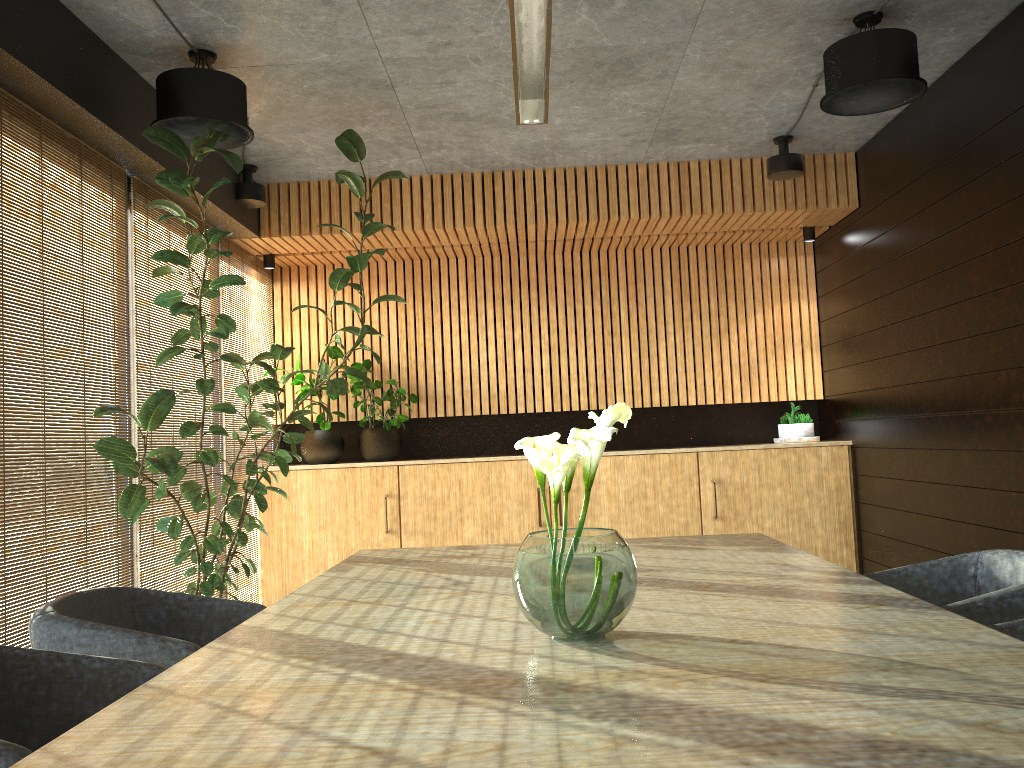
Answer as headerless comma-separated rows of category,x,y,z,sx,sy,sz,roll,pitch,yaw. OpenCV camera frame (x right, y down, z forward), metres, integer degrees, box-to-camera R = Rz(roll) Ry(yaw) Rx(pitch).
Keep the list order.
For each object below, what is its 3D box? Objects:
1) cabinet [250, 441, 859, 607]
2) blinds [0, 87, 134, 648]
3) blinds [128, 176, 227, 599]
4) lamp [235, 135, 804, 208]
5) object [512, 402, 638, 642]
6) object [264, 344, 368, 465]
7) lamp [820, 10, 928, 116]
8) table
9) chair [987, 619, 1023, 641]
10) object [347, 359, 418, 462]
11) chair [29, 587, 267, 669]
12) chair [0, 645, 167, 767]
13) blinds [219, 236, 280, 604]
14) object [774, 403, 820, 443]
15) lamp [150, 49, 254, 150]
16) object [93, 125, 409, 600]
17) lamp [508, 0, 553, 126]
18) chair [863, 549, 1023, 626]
cabinet,0.328,1.238,7.633,4.954,1.272,1.006,-3,-4,1
blinds,-2.217,0.219,4.399,0.039,3.038,1.422,-3,-4,1
blinds,-2.176,0.315,5.889,0.039,3.038,1.422,-3,-4,1
lamp,0.014,-1.562,6.476,4.179,0.294,0.257,-3,-4,1
object,0.144,0.319,2.108,0.295,0.546,0.322,-3,-4,11
object,-1.699,0.167,7.669,0.666,1.054,0.640,-6,-5,43
lamp,1.845,-1.682,4.574,0.513,0.497,0.513,-5,-4,31
table,0.180,1.051,2.039,1.816,0.927,3.932,-3,-4,1
chair,1.421,0.985,2.009,0.761,0.944,0.706,-3,-4,1
object,-1.183,0.229,7.636,0.679,0.880,0.512,-3,-4,5
chair,-1.152,1.165,2.969,0.761,0.944,0.706,-3,-4,1
chair,-1.176,1.108,2.072,0.761,0.944,0.706,-3,-4,1
blinds,-2.136,0.408,7.353,0.039,3.038,1.422,-3,-4,1
object,2.464,0.335,7.704,0.384,0.347,0.384,-4,-4,24
lamp,-1.628,-1.519,4.658,0.513,0.497,0.513,-1,-4,-28
object,-1.752,0.182,5.348,1.958,3.266,1.875,-6,-5,40
lamp,0.027,-1.666,2.229,0.151,0.618,4.009,-3,-4,1
chair,1.445,1.043,2.907,0.761,0.944,0.706,-3,-4,1
